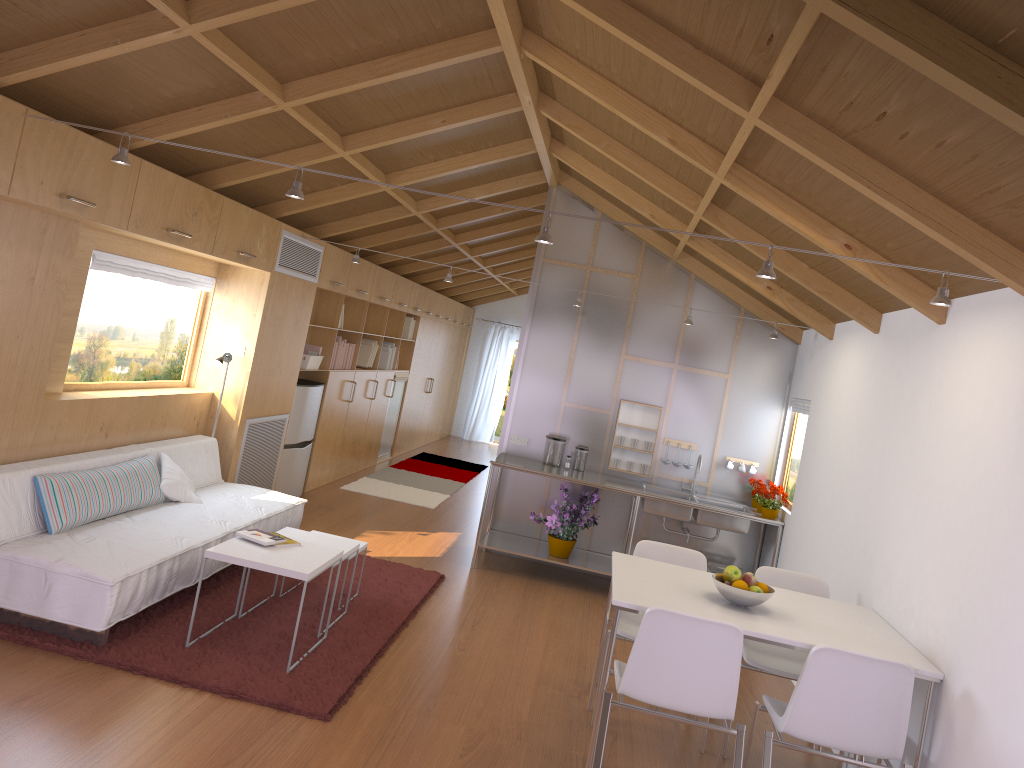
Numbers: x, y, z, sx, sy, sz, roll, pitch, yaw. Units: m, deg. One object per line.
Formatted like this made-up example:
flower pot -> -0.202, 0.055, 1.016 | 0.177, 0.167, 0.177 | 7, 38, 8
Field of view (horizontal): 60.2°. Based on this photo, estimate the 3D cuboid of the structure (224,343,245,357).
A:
structure -> -1.940, -0.239, 6.189 | 0.142, 0.071, 0.011 | 11, -2, 7

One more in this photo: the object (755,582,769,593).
object -> 1.022, 0.851, 3.634 | 0.067, 0.066, 0.068 | 11, 0, -39

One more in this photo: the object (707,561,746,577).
object -> 1.542, 1.428, 6.397 | 0.299, 0.159, 0.413 | 11, 1, 6

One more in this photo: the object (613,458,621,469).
object -> 0.815, 0.621, 6.874 | 0.061, 0.077, 0.061 | 11, -1, 19

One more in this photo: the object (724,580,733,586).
object -> 0.910, 0.841, 3.639 | 0.080, 0.089, 0.078 | 11, -1, -34

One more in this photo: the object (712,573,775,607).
object -> 0.941, 0.862, 3.629 | 0.253, 0.091, 0.256 | 10, 2, -41

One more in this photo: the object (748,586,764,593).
object -> 0.983, 0.852, 3.576 | 0.070, 0.069, 0.077 | 11, 0, 7

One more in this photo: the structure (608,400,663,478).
structure -> 0.960, 0.422, 6.879 | 0.328, 0.546, 0.076 | 11, -2, 7

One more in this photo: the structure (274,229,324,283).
structure -> -1.600, -0.954, 6.695 | 0.013, 0.301, 0.900 | 11, 2, 6

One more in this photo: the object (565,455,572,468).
object -> 0.429, 0.595, 6.770 | 0.037, 0.093, 0.037 | 10, -2, 22

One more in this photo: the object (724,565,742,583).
object -> 0.901, 0.777, 3.613 | 0.070, 0.069, 0.077 | 11, 0, 7

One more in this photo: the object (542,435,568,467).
object -> 0.328, 0.520, 6.863 | 0.173, 0.216, 0.171 | 11, -1, 20

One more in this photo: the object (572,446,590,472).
object -> 0.531, 0.581, 6.856 | 0.114, 0.177, 0.112 | 10, -1, 27

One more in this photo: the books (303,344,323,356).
books -> -1.744, -0.242, 7.657 | 0.150, 0.193, 0.088 | 11, -2, 7

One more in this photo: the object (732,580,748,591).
object -> 0.920, 0.826, 3.569 | 0.067, 0.068, 0.068 | 11, 0, -18

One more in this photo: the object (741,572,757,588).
object -> 0.972, 0.806, 3.626 | 0.064, 0.067, 0.061 | 11, 0, 45

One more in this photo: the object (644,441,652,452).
object -> 1.051, 0.487, 6.856 | 0.061, 0.077, 0.061 | 11, -1, -19

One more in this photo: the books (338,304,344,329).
books -> -1.629, -0.662, 8.070 | 0.176, 0.297, 0.278 | 11, 0, 6

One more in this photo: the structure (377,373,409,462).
structure -> -1.557, 0.359, 10.653 | 0.316, 1.082, 0.723 | 11, -1, 6

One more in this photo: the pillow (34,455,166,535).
pillow -> -2.090, 0.552, 4.573 | 0.171, 0.252, 1.039 | 11, 2, 6

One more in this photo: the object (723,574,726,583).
object -> 0.918, 0.814, 3.706 | 0.067, 0.068, 0.068 | 11, 0, -18

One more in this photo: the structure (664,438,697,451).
structure -> 1.308, 0.468, 6.867 | 0.251, 0.051, 0.016 | 11, -2, 7

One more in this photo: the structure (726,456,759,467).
structure -> 1.774, 0.599, 6.794 | 0.251, 0.032, 0.041 | 11, 0, 7

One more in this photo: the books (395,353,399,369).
books -> -1.430, -0.329, 10.461 | 0.176, 0.297, 0.278 | 11, 0, 6

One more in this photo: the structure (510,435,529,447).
structure -> 0.058, 0.451, 7.013 | 0.142, 0.071, 0.011 | 11, -2, 7

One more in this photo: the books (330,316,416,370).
books -> -1.497, -0.492, 9.505 | 0.189, 0.659, 3.100 | 11, 2, 6

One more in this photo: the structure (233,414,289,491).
structure -> -1.900, 0.598, 6.654 | 0.013, 0.723, 0.817 | 11, 0, 6

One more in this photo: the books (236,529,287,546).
books -> -1.211, 0.739, 4.268 | 0.194, 0.016, 0.151 | 12, 2, 26

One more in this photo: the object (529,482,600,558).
object -> 0.399, 0.997, 6.509 | 0.524, 0.554, 0.351 | 11, -1, -2

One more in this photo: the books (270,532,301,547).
books -> -1.156, 0.764, 4.330 | 0.194, 0.016, 0.151 | 13, 2, 36

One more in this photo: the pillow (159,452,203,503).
pillow -> -1.945, 0.557, 5.182 | 0.265, 0.252, 0.347 | 11, 0, -30

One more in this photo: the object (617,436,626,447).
object -> 0.849, 0.446, 6.882 | 0.061, 0.077, 0.061 | 11, -1, 19

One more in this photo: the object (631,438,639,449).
object -> 0.950, 0.467, 6.869 | 0.061, 0.077, 0.061 | 11, -1, -19
